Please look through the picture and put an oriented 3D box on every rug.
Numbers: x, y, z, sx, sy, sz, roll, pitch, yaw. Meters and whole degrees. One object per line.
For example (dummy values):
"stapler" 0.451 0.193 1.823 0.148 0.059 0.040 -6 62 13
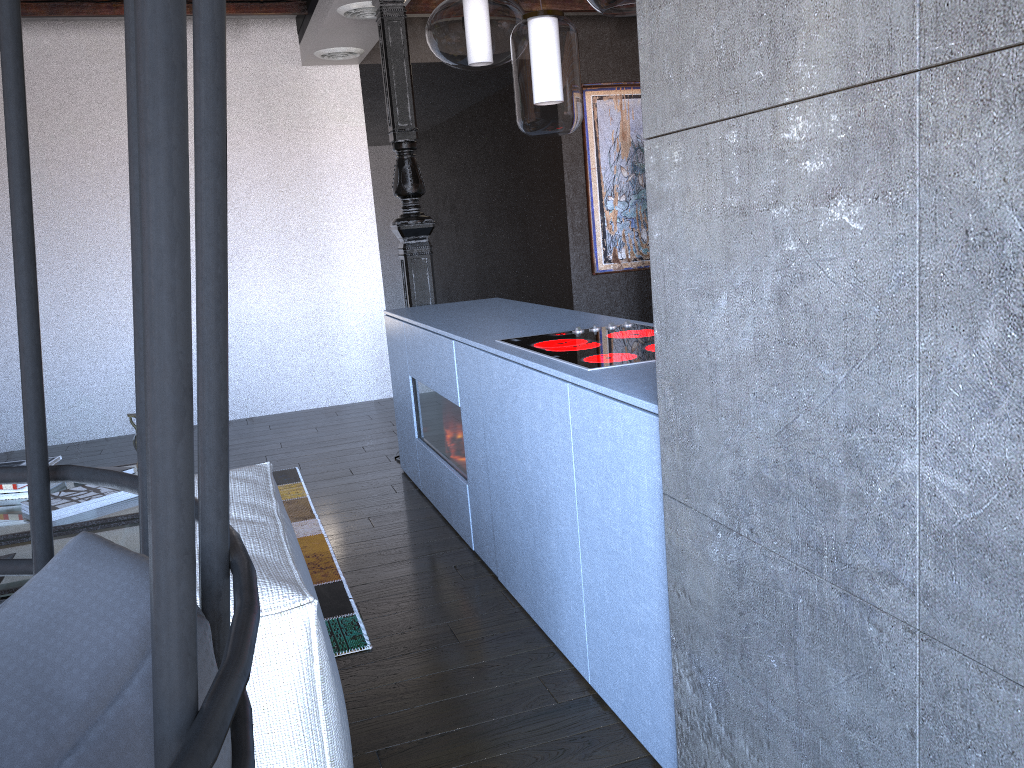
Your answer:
"rug" -1.460 0.717 3.540 1.431 0.013 2.362 -8 11 -17

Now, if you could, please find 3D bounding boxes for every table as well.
"table" -1.599 0.591 3.118 0.842 0.389 0.848 -8 11 -17

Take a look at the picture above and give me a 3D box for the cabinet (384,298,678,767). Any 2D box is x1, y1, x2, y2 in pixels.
"cabinet" 0.143 0.209 3.262 0.607 0.845 2.957 -8 11 -17

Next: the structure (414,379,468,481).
"structure" -0.144 0.174 3.752 0.332 0.395 0.943 -8 11 -17

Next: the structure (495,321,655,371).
"structure" 0.306 -0.111 2.626 0.504 0.057 0.763 -8 11 -17

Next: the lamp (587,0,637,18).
"lamp" 0.240 -1.218 1.956 0.367 0.748 0.367 3 13 35

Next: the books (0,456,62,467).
"books" -1.809 0.305 3.215 0.268 0.014 0.196 -6 10 -6

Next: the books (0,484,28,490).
"books" -1.809 0.342 3.201 0.239 0.023 0.190 -2 11 17

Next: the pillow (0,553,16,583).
"pillow" -1.174 0.458 1.595 0.538 0.417 0.238 -10 12 -28

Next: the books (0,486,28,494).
"books" -1.806 0.359 3.228 0.251 0.023 0.209 -5 10 2

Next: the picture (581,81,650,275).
"picture" 0.948 -1.640 7.066 0.780 1.472 0.067 -8 11 -17

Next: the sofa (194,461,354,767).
"sofa" -1.957 0.600 2.617 2.535 0.698 3.298 -8 11 -18

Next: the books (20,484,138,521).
"books" -1.456 0.389 2.997 0.225 0.038 0.308 4 14 42

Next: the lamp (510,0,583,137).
"lamp" 0.075 -1.201 2.525 0.195 0.956 0.197 -3 11 12

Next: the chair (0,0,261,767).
"chair" -0.439 -0.396 0.109 0.682 2.223 0.801 1 12 27

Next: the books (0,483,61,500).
"books" -1.803 0.381 3.232 0.247 0.024 0.209 -5 10 2

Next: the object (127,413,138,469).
"object" -1.435 0.215 3.411 0.099 0.223 0.093 -1 11 22

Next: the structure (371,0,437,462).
"structure" -3.678 -0.094 2.351 8.508 2.396 0.481 -12 13 -36

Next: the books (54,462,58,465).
"books" -1.808 0.320 3.218 0.268 0.014 0.196 -8 11 -19

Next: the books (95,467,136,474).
"books" -1.532 0.337 3.333 0.182 0.029 0.129 -1 11 19

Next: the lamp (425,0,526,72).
"lamp" -0.135 -1.424 3.043 0.364 0.665 0.364 -12 13 -34
